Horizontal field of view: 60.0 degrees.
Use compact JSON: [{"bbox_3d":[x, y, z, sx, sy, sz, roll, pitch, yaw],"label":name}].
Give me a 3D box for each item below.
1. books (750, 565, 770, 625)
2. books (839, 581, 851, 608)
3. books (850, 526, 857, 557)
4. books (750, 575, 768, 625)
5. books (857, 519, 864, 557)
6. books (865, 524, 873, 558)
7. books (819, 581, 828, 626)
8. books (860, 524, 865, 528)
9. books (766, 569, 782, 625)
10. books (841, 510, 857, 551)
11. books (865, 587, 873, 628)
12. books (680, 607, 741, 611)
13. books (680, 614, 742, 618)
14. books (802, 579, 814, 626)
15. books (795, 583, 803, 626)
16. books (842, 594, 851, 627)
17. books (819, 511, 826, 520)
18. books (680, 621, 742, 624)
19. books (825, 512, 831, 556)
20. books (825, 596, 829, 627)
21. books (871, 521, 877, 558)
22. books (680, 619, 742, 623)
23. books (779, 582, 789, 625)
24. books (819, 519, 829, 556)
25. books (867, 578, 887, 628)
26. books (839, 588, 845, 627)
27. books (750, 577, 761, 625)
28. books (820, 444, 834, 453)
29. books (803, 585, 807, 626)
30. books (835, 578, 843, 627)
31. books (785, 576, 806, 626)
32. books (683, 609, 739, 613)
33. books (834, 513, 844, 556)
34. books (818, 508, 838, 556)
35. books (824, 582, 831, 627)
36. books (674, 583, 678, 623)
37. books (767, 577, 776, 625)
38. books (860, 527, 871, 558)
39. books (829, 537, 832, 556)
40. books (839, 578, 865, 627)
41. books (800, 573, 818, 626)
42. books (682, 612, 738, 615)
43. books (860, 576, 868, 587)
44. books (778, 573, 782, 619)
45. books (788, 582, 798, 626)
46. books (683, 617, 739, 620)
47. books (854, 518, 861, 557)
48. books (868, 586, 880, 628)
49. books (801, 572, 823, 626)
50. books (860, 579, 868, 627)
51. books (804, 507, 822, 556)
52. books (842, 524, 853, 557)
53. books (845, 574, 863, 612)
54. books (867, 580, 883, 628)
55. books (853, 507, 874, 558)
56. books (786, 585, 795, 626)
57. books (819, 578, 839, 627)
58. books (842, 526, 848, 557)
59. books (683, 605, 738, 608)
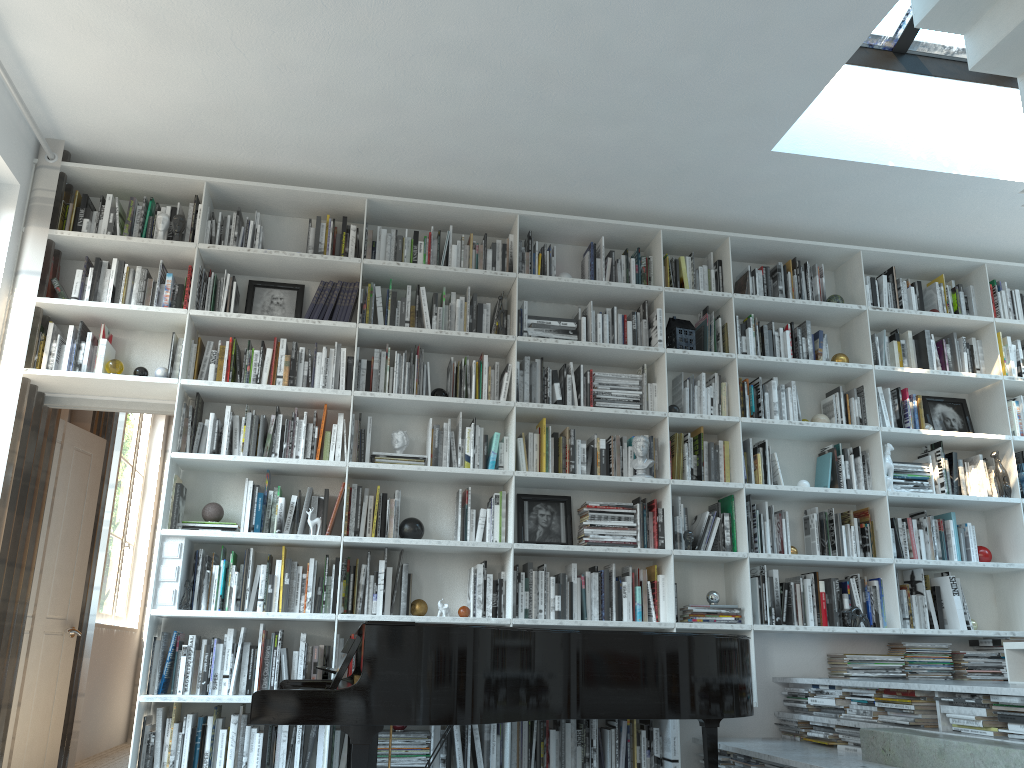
[{"bbox_3d":[1.337,1.148,4.795,0.010,0.315,0.187,4,-17,-10],"label":"books"},{"bbox_3d":[1.818,1.220,4.885,0.012,0.248,0.165,4,-17,-10],"label":"books"},{"bbox_3d":[1.871,0.902,4.979,0.019,0.182,0.191,4,-17,-10],"label":"books"},{"bbox_3d":[1.321,1.172,4.783,0.023,0.261,0.187,4,-17,-10],"label":"books"},{"bbox_3d":[1.927,0.887,5.011,0.021,0.231,0.155,4,-17,-10],"label":"books"},{"bbox_3d":[1.976,0.901,5.007,0.013,0.203,0.159,4,-17,-10],"label":"books"},{"bbox_3d":[1.657,1.208,4.848,0.031,0.243,0.185,4,-17,-10],"label":"books"},{"bbox_3d":[1.960,0.903,5.014,0.016,0.204,0.142,4,-17,-10],"label":"books"},{"bbox_3d":[1.394,1.163,4.801,0.030,0.293,0.189,4,-17,-10],"label":"books"},{"bbox_3d":[1.883,0.860,4.997,0.006,0.273,0.173,4,-17,-10],"label":"books"},{"bbox_3d":[1.931,1.240,4.894,0.013,0.219,0.169,4,-17,-10],"label":"books"},{"bbox_3d":[1.045,1.192,4.687,0.285,0.012,0.160,3,-17,-6],"label":"books"},{"bbox_3d":[1.045,1.227,4.675,0.285,0.012,0.160,3,-17,-7],"label":"books"},{"bbox_3d":[1.582,1.199,4.837,0.025,0.251,0.182,4,-17,-10],"label":"books"},{"bbox_3d":[1.529,1.211,4.837,0.024,0.227,0.160,4,-17,-10],"label":"books"},{"bbox_3d":[1.800,1.250,4.870,0.025,0.180,0.169,4,-17,-10],"label":"books"},{"bbox_3d":[1.726,0.858,4.980,0.015,0.261,0.150,4,-17,-10],"label":"books"},{"bbox_3d":[1.044,1.261,4.664,0.285,0.012,0.160,3,-17,-7],"label":"books"},{"bbox_3d":[1.738,0.860,4.981,0.008,0.258,0.159,4,-17,-10],"label":"books"},{"bbox_3d":[1.682,1.217,4.865,0.025,0.237,0.157,4,-17,-10],"label":"books"},{"bbox_3d":[2.016,0.899,5.032,0.009,0.223,0.146,4,-17,-10],"label":"books"},{"bbox_3d":[1.044,1.251,4.672,0.285,0.012,0.160,3,-17,-5],"label":"books"},{"bbox_3d":[1.447,1.201,4.816,0.065,0.230,0.162,4,-17,-10],"label":"books"},{"bbox_3d":[1.713,0.875,4.957,0.016,0.215,0.178,4,-17,-10],"label":"books"},{"bbox_3d":[2.011,1.221,4.917,0.025,0.271,0.171,4,-17,-10],"label":"books"},{"bbox_3d":[1.776,1.236,4.877,0.022,0.210,0.136,4,-17,-10],"label":"books"},{"bbox_3d":[1.299,1.181,4.798,0.012,0.253,0.161,4,-17,-10],"label":"books"},{"bbox_3d":[1.832,0.505,5.116,0.016,0.289,0.135,4,-17,-10],"label":"books"},{"bbox_3d":[1.560,1.217,4.844,0.012,0.220,0.153,4,-17,-10],"label":"books"},{"bbox_3d":[1.753,1.209,4.878,0.026,0.262,0.170,4,-17,-10],"label":"books"},{"bbox_3d":[1.548,1.192,4.843,0.014,0.267,0.172,4,-17,-10],"label":"books"},{"bbox_3d":[1.046,1.201,4.675,0.254,0.012,0.161,4,-18,-10],"label":"books"},{"bbox_3d":[1.798,0.862,4.971,0.018,0.250,0.184,4,-17,-10],"label":"books"},{"bbox_3d":[1.781,0.853,4.998,0.007,0.284,0.160,4,-17,-10],"label":"books"},{"bbox_3d":[1.703,1.218,4.876,0.021,0.242,0.131,4,-17,-10],"label":"books"},{"bbox_3d":[0.843,1.172,4.722,0.030,0.209,0.137,4,-17,-10],"label":"books"},{"bbox_3d":[1.367,1.179,4.792,0.023,0.255,0.178,4,-17,-10],"label":"books"},{"bbox_3d":[1.950,0.905,4.982,0.016,0.180,0.190,4,-17,-10],"label":"books"},{"bbox_3d":[1.753,0.891,4.995,0.031,0.208,0.122,4,-17,-10],"label":"books"},{"bbox_3d":[1.857,1.213,4.889,0.070,0.265,0.186,4,-17,-10],"label":"books"},{"bbox_3d":[1.621,1.192,4.866,0.012,0.284,0.160,4,-17,-10],"label":"books"},{"bbox_3d":[1.044,1.216,4.682,0.254,0.012,0.161,3,-17,-5],"label":"books"},{"bbox_3d":[1.939,1.218,4.929,0.012,0.281,0.144,4,-17,-10],"label":"books"},{"bbox_3d":[1.411,1.175,4.811,0.010,0.276,0.174,4,-17,-10],"label":"books"},{"bbox_3d":[1.502,1.207,4.837,0.029,0.234,0.143,4,-17,-10],"label":"books"},{"bbox_3d":[1.044,1.239,4.673,0.254,0.012,0.161,2,-17,-4],"label":"books"},{"bbox_3d":[1.895,0.882,4.992,0.018,0.229,0.182,4,-17,-10],"label":"books"},{"bbox_3d":[1.962,1.236,4.895,0.025,0.227,0.176,4,-17,-10],"label":"books"},{"bbox_3d":[1.637,1.182,4.849,0.012,0.292,0.175,4,-17,-10],"label":"books"},{"bbox_3d":[1.912,1.221,4.909,0.021,0.264,0.150,4,-17,-10],"label":"books"},{"bbox_3d":[1.694,0.847,4.991,0.016,0.288,0.132,4,-17,-10],"label":"books"},{"bbox_3d":[1.854,0.896,4.982,0.015,0.194,0.176,4,-17,-10],"label":"books"},{"bbox_3d":[1.896,1.205,4.909,0.013,0.293,0.135,4,-17,-10],"label":"books"},{"bbox_3d":[1.986,1.226,4.910,0.026,0.257,0.157,4,-17,-10],"label":"books"},{"bbox_3d":[1.988,0.856,5.015,0.007,0.294,0.162,4,-17,-10],"label":"books"},{"bbox_3d":[1.484,1.211,4.822,0.011,0.216,0.176,4,-17,-10],"label":"books"},{"bbox_3d":[1.729,1.206,4.867,0.026,0.261,0.174,4,-17,-10],"label":"books"},{"bbox_3d":[1.815,0.896,4.963,0.018,0.181,0.182,4,-17,-10],"label":"books"},{"bbox_3d":[1.046,1.179,4.684,0.254,0.012,0.161,1,-17,-1],"label":"books"}]
